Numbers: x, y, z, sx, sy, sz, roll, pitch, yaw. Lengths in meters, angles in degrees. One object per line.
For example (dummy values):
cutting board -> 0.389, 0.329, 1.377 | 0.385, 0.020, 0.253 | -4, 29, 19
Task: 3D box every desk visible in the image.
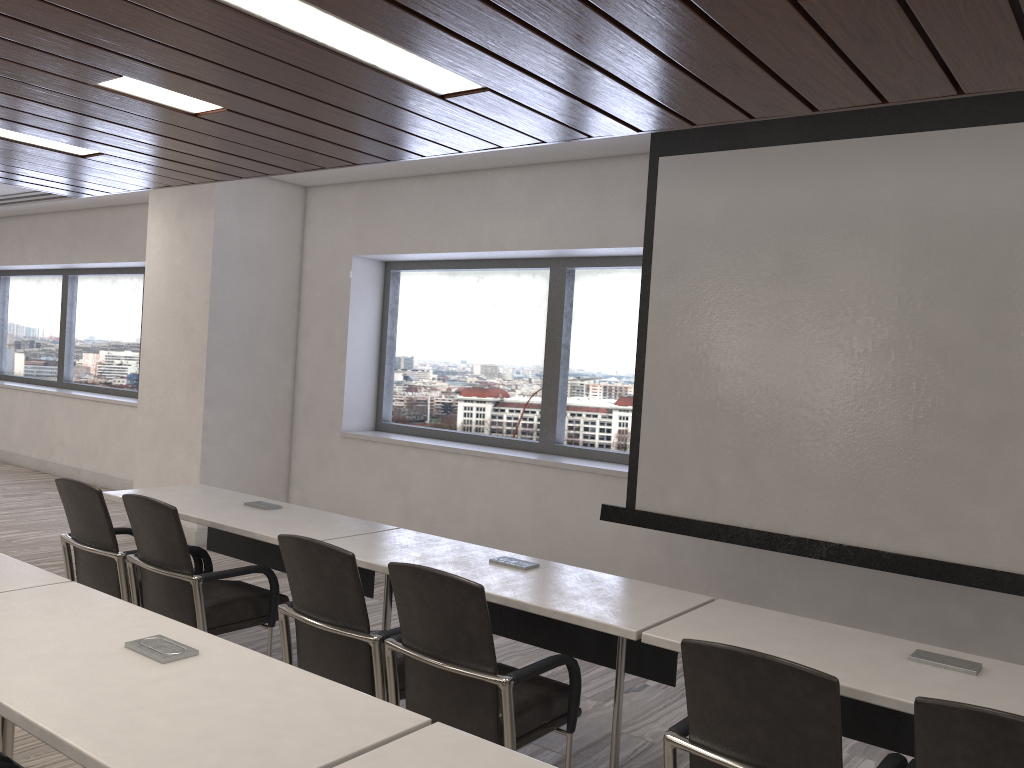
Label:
desk -> -0.973, 1.051, 2.133 | 1.509, 0.795, 0.577 | 5, 2, 36
desk -> -1.311, 0.981, 4.241 | 1.509, 0.795, 0.577 | 5, 2, 36
desk -> 0.252, 1.151, 1.231 | 1.509, 0.795, 0.577 | 5, 2, 36
desk -> -0.087, 1.080, 3.340 | 1.509, 0.795, 0.577 | 5, 2, 36
desk -> -2.197, 0.952, 3.034 | 1.509, 0.795, 0.577 | 5, 2, 36
desk -> 1.138, 1.180, 2.437 | 1.509, 0.795, 0.577 | 5, 2, 36

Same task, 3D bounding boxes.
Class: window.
window -> -6.719, -0.773, 11.648 | 10.452, 1.419, 0.118 | 5, 2, 36
window -> 1.728, -0.088, 5.428 | 6.968, 1.419, 0.118 | 5, 2, 36

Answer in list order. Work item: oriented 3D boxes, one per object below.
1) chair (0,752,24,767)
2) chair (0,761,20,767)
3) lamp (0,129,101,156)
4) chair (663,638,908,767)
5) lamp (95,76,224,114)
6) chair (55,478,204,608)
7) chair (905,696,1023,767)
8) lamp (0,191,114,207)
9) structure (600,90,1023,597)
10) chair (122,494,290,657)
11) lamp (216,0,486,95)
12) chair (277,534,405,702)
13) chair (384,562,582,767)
chair -> -1.400, 0.955, 1.977 | 0.513, 0.939, 0.638 | 5, 2, 36
chair -> -0.980, 0.989, 1.666 | 0.513, 0.939, 0.638 | 5, 2, 36
lamp -> -2.549, -1.194, 3.858 | 0.236, 0.045, 1.496 | 5, 2, 36
chair -> 0.706, 1.083, 2.287 | 0.513, 0.939, 0.638 | 5, 2, 36
lamp -> -1.310, -1.102, 3.321 | 0.236, 0.046, 0.421 | 5, 2, 36
chair -> -1.739, 0.885, 4.085 | 0.513, 0.939, 0.638 | 5, 2, 36
chair -> 1.135, 1.118, 1.987 | 0.513, 0.939, 0.638 | 5, 2, 36
lamp -> -1.705, -1.426, 5.249 | 1.499, 0.552, 12.001 | 3, 2, -37
structure -> 2.006, -0.283, 3.913 | 3.550, 2.329, 0.438 | 5, 2, 36
chair -> -1.311, 0.919, 3.790 | 0.513, 0.939, 0.638 | 5, 2, 36
lamp -> -0.605, -1.036, 2.426 | 0.236, 0.045, 1.496 | 5, 2, 36
chair -> -0.514, 0.984, 3.197 | 0.513, 0.939, 0.638 | 5, 2, 37
chair -> -0.090, 1.018, 2.891 | 0.513, 0.939, 0.638 | 5, 2, 36
